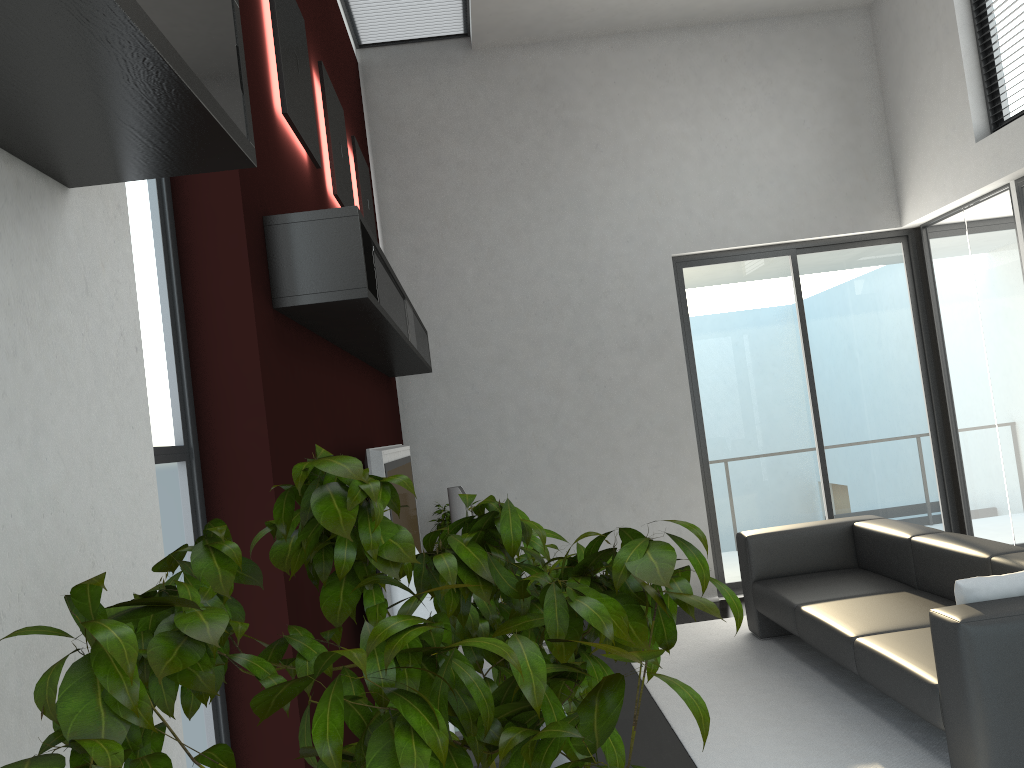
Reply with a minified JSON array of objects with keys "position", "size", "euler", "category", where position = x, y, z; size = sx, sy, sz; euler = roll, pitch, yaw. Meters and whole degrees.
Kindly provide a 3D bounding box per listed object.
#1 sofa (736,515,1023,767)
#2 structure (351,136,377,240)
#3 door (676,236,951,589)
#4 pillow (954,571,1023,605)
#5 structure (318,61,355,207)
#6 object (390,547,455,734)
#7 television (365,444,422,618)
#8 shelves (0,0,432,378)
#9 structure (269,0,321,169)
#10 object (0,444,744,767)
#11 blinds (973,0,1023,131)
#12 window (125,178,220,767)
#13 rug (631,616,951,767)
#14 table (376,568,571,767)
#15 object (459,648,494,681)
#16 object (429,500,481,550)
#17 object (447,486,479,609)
[{"position":[1.980,1.142,4.402],"size":[0.943,0.652,2.781],"euler":[-7,-3,-2],"category":"sofa"},{"position":[-0.970,-1.181,5.804],"size":[0.055,0.676,0.678],"euler":[-7,-3,-2],"category":"structure"},{"position":[2.404,0.209,7.044],"size":[1.900,2.600,0.050],"euler":[-7,-3,-2],"category":"door"},{"position":[1.854,0.881,3.359],"size":[0.376,0.358,0.186],"euler":[-7,-3,-1],"category":"pillow"},{"position":[-0.934,-1.241,4.699],"size":[0.055,0.676,0.678],"euler":[-7,-3,-2],"category":"structure"},{"position":[-0.274,1.102,2.956],"size":[0.215,1.141,0.228],"euler":[-6,-3,-17],"category":"object"},{"position":[-0.557,0.704,4.324],"size":[0.099,0.807,1.436],"euler":[-7,-3,-2],"category":"television"},{"position":[-0.635,-0.403,2.947],"size":[0.305,0.301,6.988],"euler":[-7,-3,-2],"category":"shelves"},{"position":[-0.899,-1.302,3.593],"size":[0.055,0.676,0.678],"euler":[-7,-3,-2],"category":"structure"},{"position":[-0.033,0.805,0.932],"size":[0.646,1.515,0.994],"euler":[-7,-3,-10],"category":"object"},{"position":[3.136,-2.385,5.378],"size":[0.048,1.372,1.076],"euler":[-7,-3,-2],"category":"blinds"},{"position":[-0.998,-0.519,2.141],"size":[0.025,4.400,0.800],"euler":[-7,-3,-2],"category":"window"},{"position":[1.685,1.522,4.359],"size":[1.875,0.009,3.695],"euler":[-7,-3,-2],"category":"rug"},{"position":[-0.223,1.213,4.332],"size":[0.771,1.093,2.046],"euler":[-7,-3,-2],"category":"table"},{"position":[-0.103,1.263,4.006],"size":[0.273,0.073,0.439],"euler":[-7,-3,-2],"category":"object"},{"position":[-0.373,1.347,6.356],"size":[0.507,1.068,0.599],"euler":[-6,-3,-17],"category":"object"},{"position":[-0.284,1.252,5.902],"size":[0.215,1.141,0.228],"euler":[-8,-3,13],"category":"object"}]
